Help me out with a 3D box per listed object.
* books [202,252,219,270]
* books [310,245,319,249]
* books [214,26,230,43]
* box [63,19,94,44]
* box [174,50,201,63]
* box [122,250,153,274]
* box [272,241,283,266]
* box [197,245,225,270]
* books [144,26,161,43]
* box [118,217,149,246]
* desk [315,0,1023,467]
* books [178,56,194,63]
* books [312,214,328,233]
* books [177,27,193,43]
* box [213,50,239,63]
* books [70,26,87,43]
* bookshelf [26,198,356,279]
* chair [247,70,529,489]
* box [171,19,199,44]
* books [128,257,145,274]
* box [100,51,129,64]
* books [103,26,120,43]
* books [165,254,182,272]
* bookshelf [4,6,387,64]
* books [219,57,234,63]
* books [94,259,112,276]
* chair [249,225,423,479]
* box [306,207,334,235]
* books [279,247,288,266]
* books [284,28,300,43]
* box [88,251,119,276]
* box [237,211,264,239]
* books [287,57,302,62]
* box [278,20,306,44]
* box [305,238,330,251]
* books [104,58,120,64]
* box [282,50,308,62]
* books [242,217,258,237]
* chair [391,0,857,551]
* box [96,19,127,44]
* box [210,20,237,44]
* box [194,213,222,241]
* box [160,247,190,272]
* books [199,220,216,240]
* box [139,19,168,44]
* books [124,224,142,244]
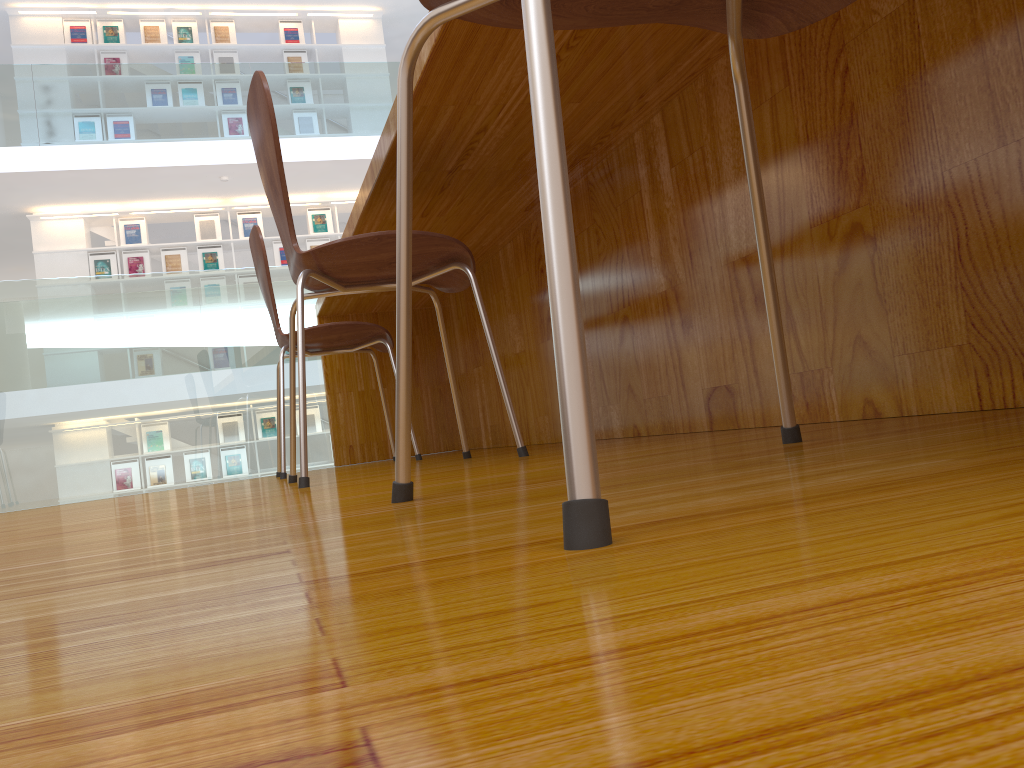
[{"bbox_3d":[-3.051,-1.232,8.981,0.145,0.210,0.037,-7,-3,-17],"label":"books"},{"bbox_3d":[-2.027,-1.352,9.294,0.145,0.210,0.037,-7,-3,-17],"label":"books"},{"bbox_3d":[-3.011,-3.619,9.216,0.145,0.210,0.037,-7,-3,-17],"label":"books"},{"bbox_3d":[-4.353,-3.493,8.921,0.245,0.296,0.274,-7,-3,-17],"label":"box"},{"bbox_3d":[-3.349,-3.281,9.195,0.245,0.296,0.274,-7,-3,-17],"label":"box"},{"bbox_3d":[-3.753,-1.176,8.895,0.245,0.296,0.274,-7,-3,-17],"label":"box"},{"bbox_3d":[-2.370,-1.341,9.301,0.245,0.296,0.274,-7,-3,-17],"label":"box"},{"bbox_3d":[-3.080,-1.255,9.086,0.245,0.296,0.274,-7,-3,-17],"label":"box"},{"bbox_3d":[-3.659,-3.543,9.020,0.145,0.210,0.037,-7,-3,-17],"label":"books"},{"bbox_3d":[-3.792,-1.503,8.901,0.245,0.296,0.274,-7,-3,-17],"label":"box"},{"bbox_3d":[0.308,-0.407,1.985,1.248,1.022,3.216,-7,-3,-17],"label":"desk"},{"bbox_3d":[-3.330,-3.259,9.087,0.145,0.210,0.037,-7,-3,-17],"label":"books"},{"bbox_3d":[-2.021,-1.684,9.323,0.145,0.210,0.037,-7,-3,-17],"label":"books"},{"bbox_3d":[-3.357,-3.571,9.111,0.145,0.210,0.037,-7,-3,-17],"label":"books"},{"bbox_3d":[-2.990,-3.323,9.303,0.245,0.296,0.274,-7,-3,-17],"label":"box"},{"bbox_3d":[-4.311,-3.465,8.822,0.145,0.210,0.037,-7,-3,-17],"label":"books"},{"bbox_3d":[-2.822,-0.940,9.129,3.666,1.836,0.498,-7,-3,-17],"label":"bookshelf"},{"bbox_3d":[-0.253,-0.177,1.638,0.381,0.693,0.428,-7,-3,-17],"label":"chair"},{"bbox_3d":[-3.386,-3.607,9.214,0.245,0.296,0.274,-7,-3,-17],"label":"box"},{"bbox_3d":[-3.720,-1.156,8.782,0.145,0.210,0.037,-7,-3,-17],"label":"books"},{"bbox_3d":[-4.022,-3.202,9.004,0.245,0.296,0.274,-7,-3,-17],"label":"box"},{"bbox_3d":[-4.024,-3.497,8.906,0.145,0.210,0.037,-7,-3,-17],"label":"books"},{"bbox_3d":[-3.390,-1.193,8.881,0.145,0.210,0.037,-7,-3,-17],"label":"books"},{"bbox_3d":[-3.091,-2.966,9.238,3.666,1.836,0.498,-7,-3,-17],"label":"bookshelf"},{"bbox_3d":[-2.956,-3.293,9.199,0.145,0.210,0.037,-7,-3,-17],"label":"books"},{"bbox_3d":[-4.010,-1.118,8.695,0.145,0.210,0.037,-7,-3,-17],"label":"books"},{"bbox_3d":[-0.525,-0.091,2.567,0.381,0.693,0.428,-7,-3,-17],"label":"chair"},{"bbox_3d":[-2.043,-1.707,9.431,0.245,0.296,0.274,-7,-3,-17],"label":"box"},{"bbox_3d":[-2.328,-1.319,9.203,0.145,0.210,0.037,-7,-3,-17],"label":"books"},{"bbox_3d":[-2.337,-3.683,9.419,0.145,0.210,0.037,-7,-3,-17],"label":"books"},{"bbox_3d":[-4.039,-1.145,8.796,0.245,0.296,0.274,-7,-3,-17],"label":"box"},{"bbox_3d":[-2.720,-1.628,9.226,0.245,0.296,0.274,-7,-3,-17],"label":"box"},{"bbox_3d":[-2.296,-3.371,9.402,0.145,0.210,0.037,-7,-3,-17],"label":"books"},{"bbox_3d":[-2.366,-3.727,9.523,0.245,0.296,0.274,-7,-3,-17],"label":"box"},{"bbox_3d":[-2.046,-1.376,9.399,0.245,0.296,0.274,-7,-3,-17],"label":"box"},{"bbox_3d":[-4.000,-3.169,8.886,0.145,0.210,0.037,-7,-3,-17],"label":"books"},{"bbox_3d":[-2.315,-3.402,9.508,0.245,0.296,0.274,-7,-3,-17],"label":"box"},{"bbox_3d":[-2.688,-1.608,9.122,0.145,0.210,0.037,-7,-3,-17],"label":"books"},{"bbox_3d":[0.096,-0.280,0.579,0.381,0.693,0.428,-7,-3,-17],"label":"chair"},{"bbox_3d":[-4.062,-3.529,9.010,0.245,0.296,0.274,-7,-3,-17],"label":"box"},{"bbox_3d":[-3.031,-3.649,9.322,0.245,0.296,0.274,-7,-3,-17],"label":"box"},{"bbox_3d":[-3.117,-1.581,9.105,0.245,0.296,0.274,-7,-3,-17],"label":"box"},{"bbox_3d":[-3.408,-1.217,8.986,0.245,0.296,0.274,-7,-3,-17],"label":"box"},{"bbox_3d":[-3.087,-1.560,9.001,0.145,0.210,0.037,-7,-3,-17],"label":"books"},{"bbox_3d":[-3.678,-3.574,9.126,0.245,0.296,0.274,-7,-3,-17],"label":"box"},{"bbox_3d":[-3.761,-1.483,8.797,0.145,0.210,0.037,-7,-3,-17],"label":"books"}]
